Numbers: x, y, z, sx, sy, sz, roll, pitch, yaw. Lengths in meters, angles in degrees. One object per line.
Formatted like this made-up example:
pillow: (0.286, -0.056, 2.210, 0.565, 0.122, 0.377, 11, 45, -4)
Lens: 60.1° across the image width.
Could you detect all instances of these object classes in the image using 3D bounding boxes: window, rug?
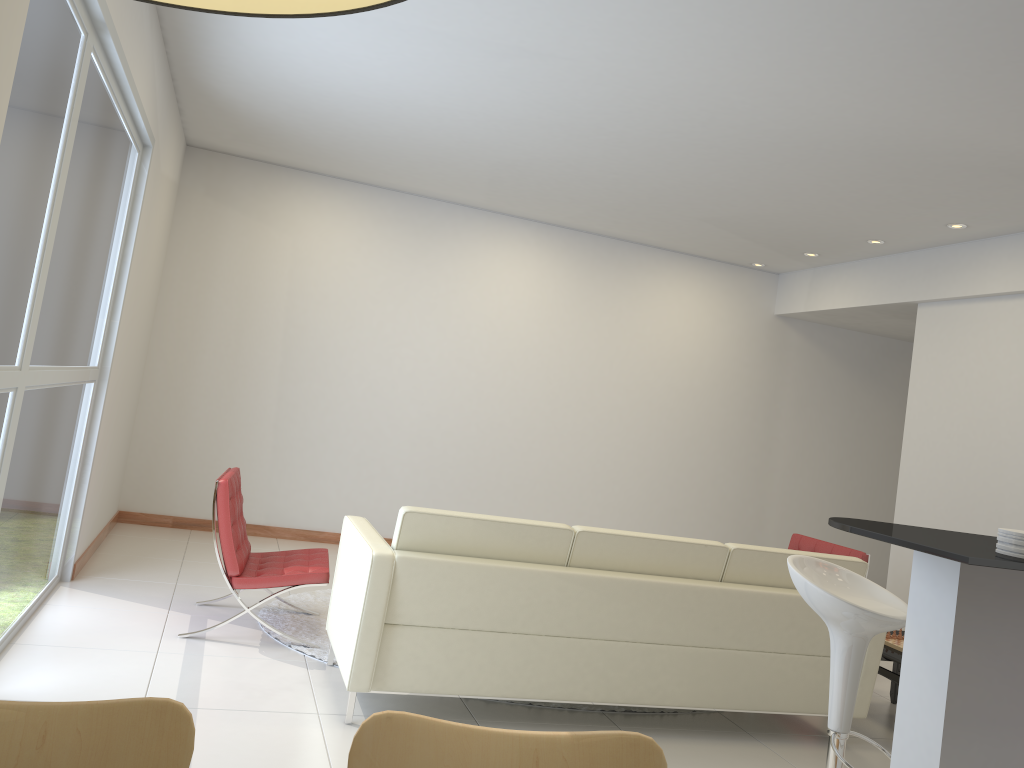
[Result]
window: (-1.967, -0.149, 3.733, 0.121, 2.726, 3.429, 10, -3, -17)
rug: (0.125, 1.590, 5.510, 3.319, 0.005, 2.440, 9, -2, -16)

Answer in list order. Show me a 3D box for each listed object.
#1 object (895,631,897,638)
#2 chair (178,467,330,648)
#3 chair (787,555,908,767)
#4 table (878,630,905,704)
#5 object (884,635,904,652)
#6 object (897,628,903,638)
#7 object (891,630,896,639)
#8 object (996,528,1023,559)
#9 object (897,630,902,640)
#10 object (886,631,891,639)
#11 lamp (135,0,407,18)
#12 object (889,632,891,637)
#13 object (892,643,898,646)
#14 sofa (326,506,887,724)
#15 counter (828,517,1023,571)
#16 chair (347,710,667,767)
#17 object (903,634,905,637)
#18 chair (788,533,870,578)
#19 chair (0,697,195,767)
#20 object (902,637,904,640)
object: (2.187, 1.413, 5.056, 0.030, 0.064, 0.030, 9, -4, -10)
chair: (-1.368, 0.936, 4.933, 0.705, 0.821, 0.698, 9, -4, -12)
chair: (1.149, 1.167, 3.120, 0.454, 1.026, 0.465, 11, -5, -31)
table: (2.214, 1.679, 4.871, 0.699, 0.424, 0.916, 9, -2, -17)
object: (2.242, 1.460, 4.925, 0.359, 0.021, 0.360, 9, -2, -17)
object: (2.225, 1.417, 5.068, 0.030, 0.070, 0.030, 9, -4, -10)
object: (2.160, 1.415, 5.006, 0.030, 0.050, 0.030, 9, -4, -10)
object: (1.390, 0.415, 2.369, 0.172, 0.098, 0.140, 10, -3, -24)
object: (2.198, 1.421, 5.018, 0.030, 0.050, 0.030, 9, -4, -10)
object: (2.123, 1.409, 4.995, 0.030, 0.050, 0.030, 9, -4, -10)
lamp: (-0.174, -1.081, 0.568, 0.593, 1.501, 0.593, 10, -5, -15)
object: (2.149, 1.412, 5.045, 0.030, 0.055, 0.030, 9, -4, -10)
object: (2.243, 1.449, 4.926, 0.345, 0.001, 0.349, 9, -2, -17)
sofa: (0.455, 1.139, 4.400, 2.557, 0.927, 0.999, 9, -3, -17)
counter: (2.376, 0.639, 2.886, 2.956, 0.019, 0.735, 9, -2, -17)
chair: (-0.031, 0.994, 1.192, 0.520, 0.911, 0.514, 9, -4, -10)
object: (2.262, 1.430, 5.079, 0.030, 0.055, 0.030, 9, -4, -10)
chair: (1.893, 1.462, 6.010, 0.704, 0.821, 0.700, 10, -4, -22)
chair: (-0.715, 0.885, 1.012, 0.520, 0.911, 0.515, 10, -4, -17)
object: (2.236, 1.427, 5.029, 0.030, 0.050, 0.030, 9, -4, -10)
